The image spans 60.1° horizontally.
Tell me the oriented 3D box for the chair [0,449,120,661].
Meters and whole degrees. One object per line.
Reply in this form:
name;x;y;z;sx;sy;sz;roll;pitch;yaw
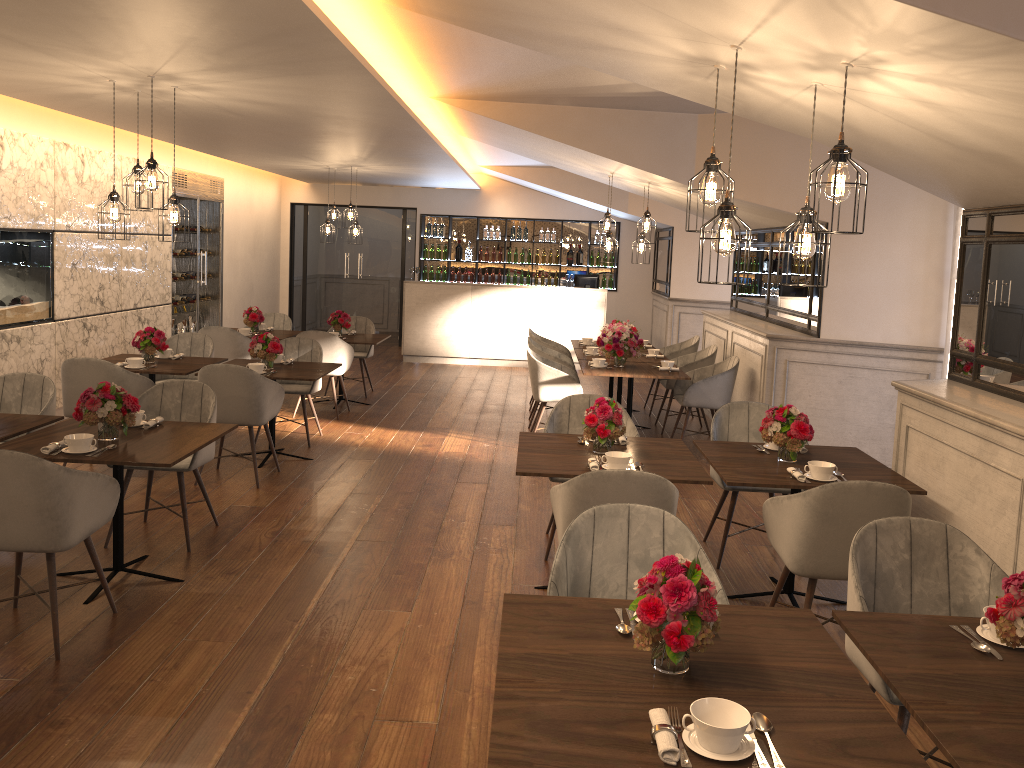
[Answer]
chair;-2.031;0.645;3.753;0.565;0.867;0.529;3;6;1

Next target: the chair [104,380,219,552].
chair;-1.978;0.444;5.074;0.565;0.867;0.529;3;6;1

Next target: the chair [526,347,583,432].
chair;0.373;0.120;7.826;0.526;0.867;0.568;3;6;1

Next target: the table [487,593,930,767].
table;0.396;1.061;2.187;0.896;0.717;0.902;3;7;1

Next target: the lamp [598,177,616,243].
lamp;0.976;-2.425;8.670;0.175;2.059;0.176;3;5;3

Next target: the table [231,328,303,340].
table;-2.777;-0.186;9.468;0.896;0.717;0.902;3;7;1

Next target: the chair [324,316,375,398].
chair;-1.835;-0.321;10.106;0.565;0.867;0.529;3;6;1

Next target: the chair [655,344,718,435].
chair;1.727;0.035;8.746;0.526;0.867;0.568;3;6;1

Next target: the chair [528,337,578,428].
chair;0.400;-0.022;8.761;0.526;0.867;0.568;3;6;1

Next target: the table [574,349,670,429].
table;1.068;0.077;8.790;0.896;0.717;0.902;3;7;1

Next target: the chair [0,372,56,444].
chair;-2.937;0.401;5.098;0.565;0.867;0.529;3;6;1

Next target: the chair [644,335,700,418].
chair;1.753;-0.107;9.681;0.526;0.867;0.568;3;6;1

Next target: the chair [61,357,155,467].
chair;-2.916;0.211;6.342;0.565;0.867;0.529;3;6;1

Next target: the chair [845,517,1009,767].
chair;1.338;0.926;2.825;0.565;0.867;0.529;3;6;1

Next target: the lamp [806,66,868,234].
lamp;1.137;-1.535;2.907;0.175;2.059;0.176;3;5;3

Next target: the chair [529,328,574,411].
chair;0.426;-0.164;9.695;0.526;0.867;0.568;3;6;1

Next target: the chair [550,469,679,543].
chair;0.440;0.734;3.839;0.565;0.867;0.529;3;6;1

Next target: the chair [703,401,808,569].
chair;1.404;0.574;5.138;0.565;0.867;0.529;3;6;1

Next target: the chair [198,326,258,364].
chair;-2.846;-0.164;8.808;0.565;0.867;0.529;3;6;1

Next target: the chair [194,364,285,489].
chair;-1.958;0.255;6.319;0.565;0.867;0.529;3;6;1

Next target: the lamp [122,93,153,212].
lamp;-2.428;-2.168;5.750;0.175;2.059;0.176;3;5;3

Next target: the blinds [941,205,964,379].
blinds;3.211;-0.401;5.922;0.134;2.683;1.389;3;6;1

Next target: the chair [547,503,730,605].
chair;0.380;0.883;2.849;0.565;0.867;0.529;3;6;1

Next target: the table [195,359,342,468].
table;-1.889;0.232;6.978;0.896;0.717;0.902;3;7;1

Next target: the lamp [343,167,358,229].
lamp;-1.957;-2.947;10.839;0.175;2.059;0.176;3;5;3

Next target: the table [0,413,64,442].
table;-2.921;0.579;4.436;0.896;0.717;0.902;3;7;1

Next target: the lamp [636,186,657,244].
lamp;1.286;-2.330;8.134;0.175;2.059;0.176;3;5;3

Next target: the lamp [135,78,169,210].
lamp;-2.119;-2.073;5.214;0.175;2.059;0.176;3;5;3

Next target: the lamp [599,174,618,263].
lamp;0.959;-2.184;8.362;0.175;2.059;0.176;3;5;3

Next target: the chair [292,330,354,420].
chair;-1.888;-0.120;8.785;0.565;0.867;0.529;3;6;1

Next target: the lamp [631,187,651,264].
lamp;1.287;-2.188;8.479;0.175;2.059;0.176;3;5;3

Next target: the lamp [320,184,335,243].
lamp;-2.284;-2.801;11.067;0.175;2.059;0.176;3;5;3

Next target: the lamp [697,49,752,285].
lamp;0.810;-1.389;3.135;0.175;2.059;0.176;3;5;3

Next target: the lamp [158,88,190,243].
lamp;-2.117;-1.931;5.559;0.175;2.059;0.176;3;5;3

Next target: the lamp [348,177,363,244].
lamp;-1.956;-2.805;11.185;0.175;2.059;0.176;3;5;3

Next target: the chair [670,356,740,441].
chair;1.700;0.177;7.811;0.526;0.867;0.568;3;6;1

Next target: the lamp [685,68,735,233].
lamp;0.827;-1.630;3.443;0.175;2.059;0.176;3;5;3

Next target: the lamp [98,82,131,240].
lamp;-2.446;-1.926;5.441;0.175;2.059;0.176;3;5;3

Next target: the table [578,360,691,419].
table;1.041;0.219;7.855;0.896;0.717;0.902;3;7;1

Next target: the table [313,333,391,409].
table;-1.819;-0.143;9.444;0.896;0.717;0.902;3;7;1

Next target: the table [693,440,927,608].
table;1.420;0.753;4.476;0.896;0.717;0.902;3;7;1

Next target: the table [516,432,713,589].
table;0.462;0.709;4.500;0.896;0.717;0.902;3;7;1

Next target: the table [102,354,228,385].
table;-2.847;0.189;7.002;0.896;0.717;0.902;3;7;1

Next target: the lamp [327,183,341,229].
lamp;-2.267;-3.042;11.375;0.175;2.059;0.176;3;5;3

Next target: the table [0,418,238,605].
table;-1.963;0.623;4.413;0.896;0.717;0.902;3;7;1

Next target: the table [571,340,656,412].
table;1.095;-0.065;9.724;0.896;0.717;0.902;3;7;1

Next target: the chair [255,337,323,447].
chair;-1.905;0.054;7.640;0.565;0.867;0.529;3;6;1

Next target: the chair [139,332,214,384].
chair;-2.863;0.011;7.664;0.565;0.867;0.529;3;6;1

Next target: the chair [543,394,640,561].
chair;0.446;0.531;5.161;0.565;0.867;0.529;3;6;1

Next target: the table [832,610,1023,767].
table;1.354;1.104;2.163;0.896;0.717;0.902;3;7;1

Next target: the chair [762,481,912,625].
chair;1.398;0.777;3.815;0.565;0.867;0.529;3;6;1

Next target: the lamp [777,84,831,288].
lamp;1.138;-1.393;3.252;0.175;2.059;0.176;3;5;3

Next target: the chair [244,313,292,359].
chair;-2.793;-0.364;10.130;0.565;0.867;0.529;3;6;1
